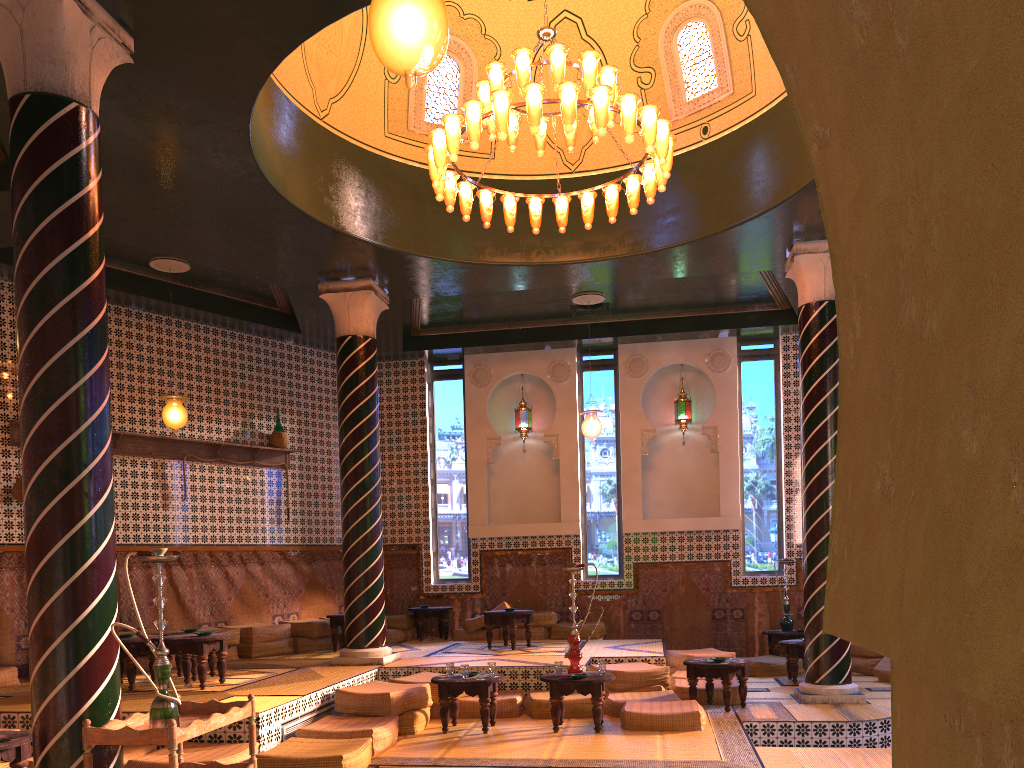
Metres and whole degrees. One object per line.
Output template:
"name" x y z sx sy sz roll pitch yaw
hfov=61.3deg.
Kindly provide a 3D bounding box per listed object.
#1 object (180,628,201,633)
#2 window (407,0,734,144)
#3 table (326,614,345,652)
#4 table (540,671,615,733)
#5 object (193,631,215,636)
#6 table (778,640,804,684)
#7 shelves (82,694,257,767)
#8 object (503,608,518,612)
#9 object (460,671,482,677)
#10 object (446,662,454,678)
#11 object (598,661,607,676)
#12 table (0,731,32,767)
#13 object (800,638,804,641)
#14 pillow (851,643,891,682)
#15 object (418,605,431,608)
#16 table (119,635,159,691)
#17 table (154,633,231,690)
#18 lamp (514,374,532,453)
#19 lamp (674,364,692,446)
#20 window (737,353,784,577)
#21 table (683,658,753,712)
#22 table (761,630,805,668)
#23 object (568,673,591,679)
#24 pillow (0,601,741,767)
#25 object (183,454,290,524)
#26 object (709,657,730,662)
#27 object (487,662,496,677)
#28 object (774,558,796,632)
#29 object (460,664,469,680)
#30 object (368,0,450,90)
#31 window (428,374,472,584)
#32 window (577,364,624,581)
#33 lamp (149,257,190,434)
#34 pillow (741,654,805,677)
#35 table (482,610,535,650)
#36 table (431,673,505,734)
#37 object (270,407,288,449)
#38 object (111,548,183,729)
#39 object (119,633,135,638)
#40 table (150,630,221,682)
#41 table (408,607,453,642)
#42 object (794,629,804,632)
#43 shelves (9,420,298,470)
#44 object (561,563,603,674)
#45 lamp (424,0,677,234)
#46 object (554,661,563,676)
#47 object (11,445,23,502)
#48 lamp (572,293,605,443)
"object" -3.989 3.064 10.719 0.250 0.045 0.256 0 -12 -6
"window" 0.434 -4.283 8.664 5.536 1.159 5.822 10 -16 -44
"table" -2.616 4.084 14.183 0.840 0.588 0.851 -4 -8 15
"table" 0.731 3.530 9.571 0.839 0.588 0.853 2 -9 -26
"object" -3.571 2.905 10.024 0.252 0.045 0.254 -7 -13 24
"table" 4.410 4.140 12.872 0.839 0.588 0.853 2 -9 -26
"shelves" -2.362 2.915 6.108 0.747 1.290 1.199 -2 -5 10
"object" -0.034 3.611 13.798 0.252 0.045 0.254 -7 -13 24
"object" -0.466 3.292 9.790 0.251 0.045 0.255 7 -14 -35
"object" -0.699 3.230 9.748 0.092 0.163 0.093 0 -2 -33
"object" 0.993 3.132 9.500 0.092 0.163 0.093 -1 -2 -13
"table" -4.176 3.063 6.699 0.840 0.588 0.851 -4 -8 15
"object" 4.396 3.803 12.807 0.252 0.045 0.254 -7 -13 24
"pillow" 6.241 3.739 12.404 1.404 1.186 5.865 1 -12 -21
"object" -1.600 4.069 15.754 0.252 0.045 0.254 -7 -13 24
"table" -4.532 3.266 10.110 0.842 0.588 0.849 5 -10 -41
"table" -3.702 3.231 10.051 0.842 0.588 0.849 5 -10 -41
"lamp" 0.211 0.540 16.311 0.325 1.570 0.359 -1 1 43
"lamp" 3.138 0.363 15.850 0.361 1.570 0.323 -1 1 43
"window" 4.476 1.482 15.605 0.775 4.013 0.090 -1 1 9
"table" 2.554 3.730 10.705 0.848 0.588 0.843 -9 -11 44
"table" 4.715 4.535 14.789 0.841 0.588 0.851 -4 -8 18
"object" 0.729 3.162 9.334 0.251 0.045 0.255 7 -14 -35
"pillow" -1.956 3.758 11.586 10.047 1.262 10.112 -4 -12 9
"object" -4.467 1.742 14.118 0.060 1.045 1.997 -1 -7 39
"object" 2.550 3.389 10.606 0.250 0.045 0.256 0 -12 -6
"object" -0.226 3.201 9.670 0.092 0.163 0.093 -1 -2 -13
"object" 4.649 3.605 14.745 0.461 1.258 0.301 -1 0 -45
"object" -0.519 3.176 9.517 0.092 0.163 0.093 -1 -2 -13
"object" -0.438 -2.349 3.469 0.519 2.326 0.518 -2 1 -2
"window" -1.164 1.832 16.533 0.775 4.013 0.090 -1 1 9
"window" 1.656 1.657 16.069 0.775 4.013 0.090 -1 1 9
"lamp" -4.616 -0.478 11.753 0.519 2.326 0.518 -2 1 -2
"pillow" 4.133 4.597 14.047 0.974 0.277 0.967 2 -12 -20
"table" -0.049 3.934 13.812 0.842 0.588 0.850 -4 -8 21
"table" -0.485 3.594 9.715 0.838 0.588 0.854 -2 -8 0
"object" -3.952 0.746 14.623 0.299 0.724 0.303 -1 -1 -39
"object" -2.459 1.752 5.888 0.464 1.258 0.297 -2 0 17
"object" -4.497 2.937 10.054 0.251 0.045 0.255 7 -14 -35
"table" -4.083 3.404 10.817 0.842 0.588 0.849 5 -10 -41
"table" -1.488 4.415 15.885 0.843 0.588 0.848 -5 -9 27
"object" 4.903 4.167 14.585 0.252 0.045 0.254 -7 -13 24
"shelves" -5.174 0.962 13.146 0.257 0.341 4.521 -4 -11 39
"object" 0.758 2.599 9.532 0.464 1.257 0.299 -2 0 25
"lamp" 0.322 -4.246 8.552 2.475 4.620 2.478 -2 -2 17
"object" 0.520 3.161 9.578 0.092 0.163 0.092 -2 -2 12
"object" -6.455 1.147 11.479 0.372 0.847 0.370 -2 -1 28
"lamp" 1.246 -0.214 13.740 0.519 2.326 0.518 -2 1 -2
